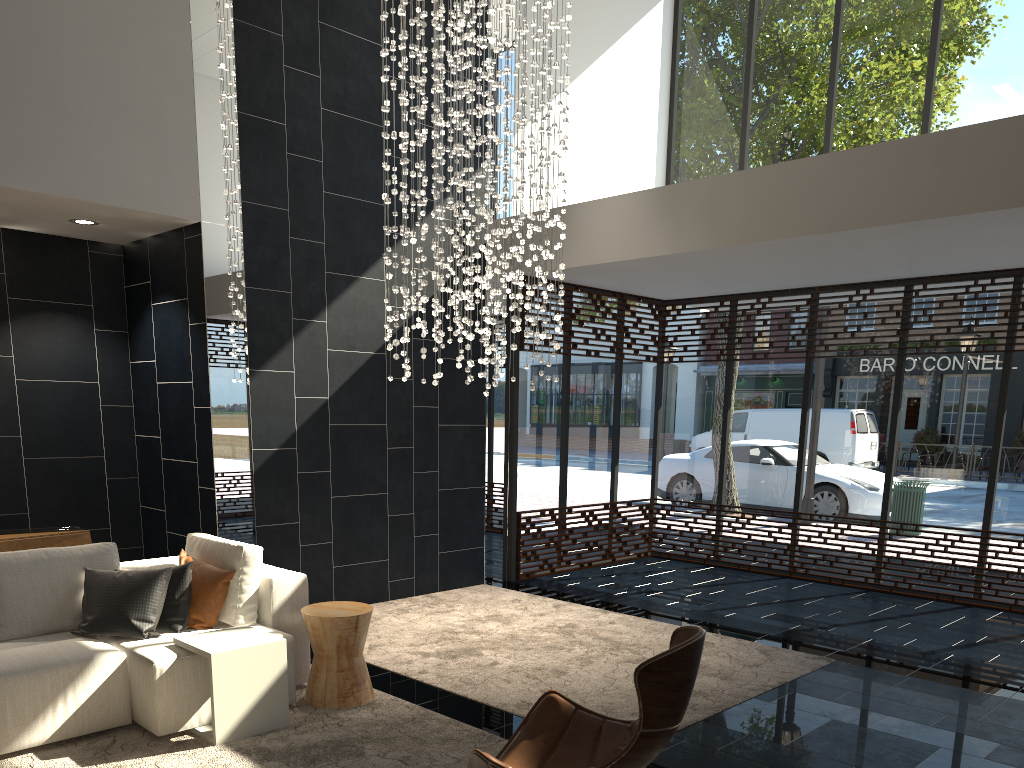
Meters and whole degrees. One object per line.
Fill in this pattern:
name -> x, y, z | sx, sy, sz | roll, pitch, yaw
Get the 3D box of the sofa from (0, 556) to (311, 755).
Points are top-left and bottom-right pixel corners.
sofa -> -2.434, 1.374, 4.241 | 1.274, 0.702, 2.822 | 2, 0, 45

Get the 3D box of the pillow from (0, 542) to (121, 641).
pillow -> -2.433, 1.090, 4.592 | 0.711, 0.449, 0.285 | -1, 7, -44

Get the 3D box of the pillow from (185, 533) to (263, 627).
pillow -> -1.674, 1.109, 4.948 | 0.702, 0.472, 0.215 | 3, 8, 45

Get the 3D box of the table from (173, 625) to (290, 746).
table -> -1.418, 1.510, 4.365 | 0.393, 0.480, 0.395 | 7, 8, 44

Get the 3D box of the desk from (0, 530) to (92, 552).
desk -> -3.870, 1.366, 5.465 | 0.976, 0.771, 2.221 | 4, 2, 45

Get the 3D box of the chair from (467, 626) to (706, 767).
chair -> 0.252, 1.260, 3.038 | 0.787, 0.959, 0.655 | 2, 7, 12

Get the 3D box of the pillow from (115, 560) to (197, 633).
pillow -> -1.931, 1.152, 4.665 | 0.553, 0.429, 0.247 | 2, 8, 12

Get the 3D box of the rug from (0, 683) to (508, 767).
rug -> -2.041, 1.727, 4.015 | 5.830, 0.006, 3.181 | -1, -3, 44

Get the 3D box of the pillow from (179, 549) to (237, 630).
pillow -> -1.761, 1.145, 4.773 | 0.513, 0.425, 0.263 | 4, 8, 39

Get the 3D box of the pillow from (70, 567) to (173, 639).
pillow -> -2.052, 1.148, 4.532 | 0.505, 0.377, 0.290 | 1, 6, 4

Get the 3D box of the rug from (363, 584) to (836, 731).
rug -> 0.143, 1.832, 6.135 | 3.375, 0.006, 2.312 | -1, -3, 44

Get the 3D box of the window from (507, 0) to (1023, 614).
window -> 3.015, -1.139, 6.458 | 6.054, 6.203, 2.314 | 6, 10, 43

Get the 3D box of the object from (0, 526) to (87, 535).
object -> -3.308, 1.008, 5.908 | 0.706, 0.027, 0.237 | 2, -2, -35

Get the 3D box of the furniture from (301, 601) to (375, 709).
furniture -> -0.967, 1.505, 4.811 | 0.392, 0.537, 0.380 | 0, 7, -11
